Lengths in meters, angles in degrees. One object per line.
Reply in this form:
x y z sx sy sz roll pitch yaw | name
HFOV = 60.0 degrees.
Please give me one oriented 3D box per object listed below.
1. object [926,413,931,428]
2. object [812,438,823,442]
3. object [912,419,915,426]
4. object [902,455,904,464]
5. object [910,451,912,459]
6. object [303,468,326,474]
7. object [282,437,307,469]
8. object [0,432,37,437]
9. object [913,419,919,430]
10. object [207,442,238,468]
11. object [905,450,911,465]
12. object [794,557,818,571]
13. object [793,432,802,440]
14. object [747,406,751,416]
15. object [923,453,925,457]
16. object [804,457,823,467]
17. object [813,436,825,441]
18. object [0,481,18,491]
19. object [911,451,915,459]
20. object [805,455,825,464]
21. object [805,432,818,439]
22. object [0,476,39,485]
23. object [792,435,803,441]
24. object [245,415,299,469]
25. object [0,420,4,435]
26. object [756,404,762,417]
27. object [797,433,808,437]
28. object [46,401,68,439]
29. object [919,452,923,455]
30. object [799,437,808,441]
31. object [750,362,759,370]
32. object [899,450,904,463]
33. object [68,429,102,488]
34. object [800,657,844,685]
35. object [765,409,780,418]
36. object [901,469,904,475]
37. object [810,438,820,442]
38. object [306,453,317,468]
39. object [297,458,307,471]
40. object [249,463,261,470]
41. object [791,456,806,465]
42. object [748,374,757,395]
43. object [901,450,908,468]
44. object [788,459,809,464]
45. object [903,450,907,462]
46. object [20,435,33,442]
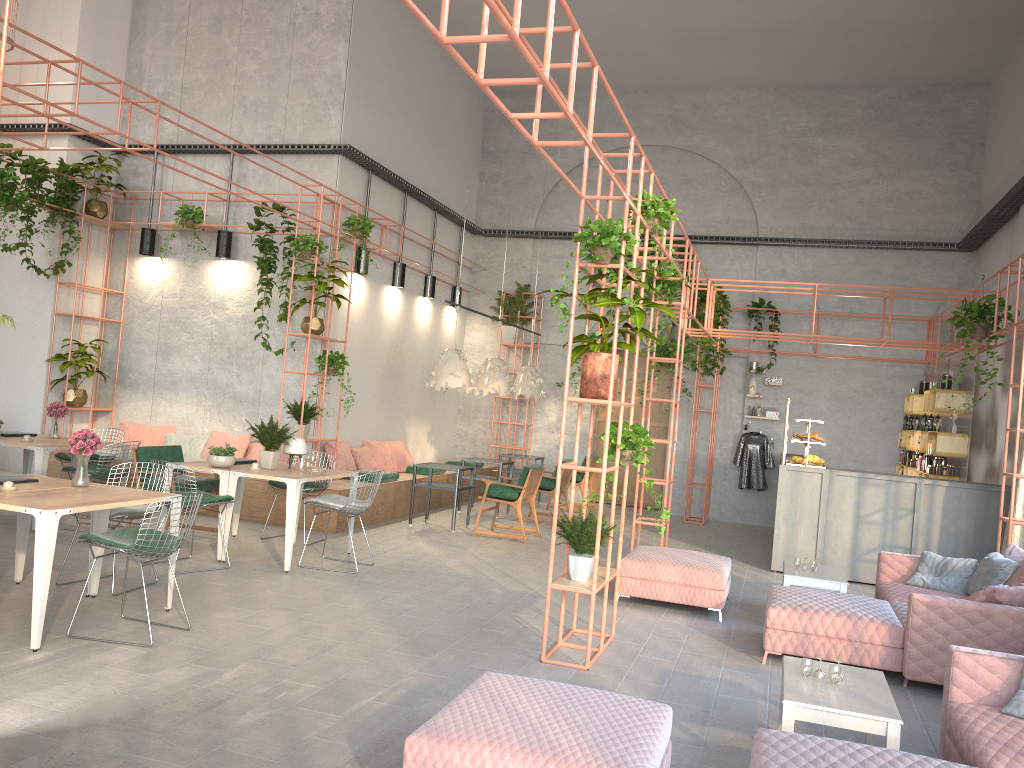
5.843 0.531 12.437 0.075 0.273 0.075 5 -1 -17 | object
3.628 0.655 10.546 0.132 0.051 0.099 5 -1 15 | object
5.824 0.592 12.811 0.083 0.159 0.083 5 -1 26 | object
5.949 1.110 13.423 0.073 0.219 0.105 5 -1 23 | object
5.992 1.096 13.295 0.072 0.248 0.094 5 -1 17 | object
-1.888 0.835 8.493 0.218 0.041 0.218 5 -1 26 | object
-2.168 0.693 8.845 0.241 0.313 0.241 6 -1 -28 | object
-5.472 0.550 9.713 0.268 0.031 0.427 5 -1 17 | object
5.797 0.588 12.724 0.083 0.159 0.083 5 -1 26 | object
-2.722 0.660 8.323 0.248 0.247 0.254 5 -1 17 | object
5.873 1.061 13.143 0.066 0.291 0.066 5 -1 1 | object
2.606 1.616 7.856 0.199 0.145 0.156 4 -1 32 | object
3.415 0.626 10.625 0.111 0.092 0.098 5 -1 17 | object
3.921 0.440 14.641 0.055 0.164 0.092 4 -1 36 | object
6.128 1.108 13.256 0.072 0.248 0.094 5 -1 17 | object
3.623 0.924 10.649 0.232 0.110 0.090 4 -1 37 | object
3.637 0.644 10.515 0.152 0.058 0.095 5 -1 8 | object
-3.341 0.674 5.881 0.115 0.073 0.115 5 -1 12 | object
5.977 1.073 13.203 0.072 0.287 0.074 6 -1 -41 | object
3.607 0.898 10.563 0.240 0.104 0.073 5 -1 -1 | object
3.556 0.608 10.520 0.142 0.087 0.094 5 -1 25 | object
-3.589 0.681 6.213 0.268 0.031 0.427 5 -1 17 | object
3.452 0.648 10.715 0.129 0.060 0.100 5 -1 20 | object
-2.352 0.554 8.585 0.438 0.527 0.368 5 -1 17 | object
-5.410 0.438 9.159 0.248 0.247 0.254 5 -1 17 | object
4.063 0.432 14.585 0.081 0.204 0.081 5 -1 18 | object
3.466 0.608 10.550 0.138 0.050 0.093 4 -1 33 | object
-5.036 0.397 9.794 0.213 0.414 0.225 5 -1 10 | object
6.038 1.077 13.101 0.072 0.287 0.074 6 -1 -41 | object
3.487 0.645 10.592 0.146 0.064 0.101 5 -1 13 | object
3.995 -0.297 14.626 0.133 0.145 0.133 5 -1 -21 | object
6.009 1.123 13.655 0.070 0.209 0.070 5 -1 7 | object
-3.052 0.525 6.308 0.213 0.414 0.225 5 -1 10 | object
1.568 1.468 4.481 0.199 0.145 0.156 4 -1 32 | object
4.264 0.481 14.521 0.219 0.149 0.129 5 -1 17 | object
5.902 1.386 13.325 0.094 0.219 0.094 6 -1 -40 | object
3.589 0.660 10.570 0.151 0.052 0.097 5 -1 20 | object
-2.023 0.777 8.880 0.165 0.154 0.210 5 -1 7 | object
-2.054 0.784 8.665 0.095 0.119 0.095 4 -1 41 | object
-2.431 0.775 8.392 0.115 0.078 0.115 5 -1 23 | object
3.448 0.916 10.621 0.089 0.095 0.237 6 -1 -38 | object
3.976 0.007 14.627 0.136 0.336 0.145 4 -1 31 | object
5.982 1.241 13.516 0.084 0.529 0.711 5 -1 20 | object
3.457 0.936 10.701 0.243 0.062 0.091 5 -1 11 | object
5.924 1.091 13.319 0.072 0.248 0.094 5 -1 17 | object
-5.033 0.560 9.203 0.115 0.078 0.115 5 -1 23 | object
